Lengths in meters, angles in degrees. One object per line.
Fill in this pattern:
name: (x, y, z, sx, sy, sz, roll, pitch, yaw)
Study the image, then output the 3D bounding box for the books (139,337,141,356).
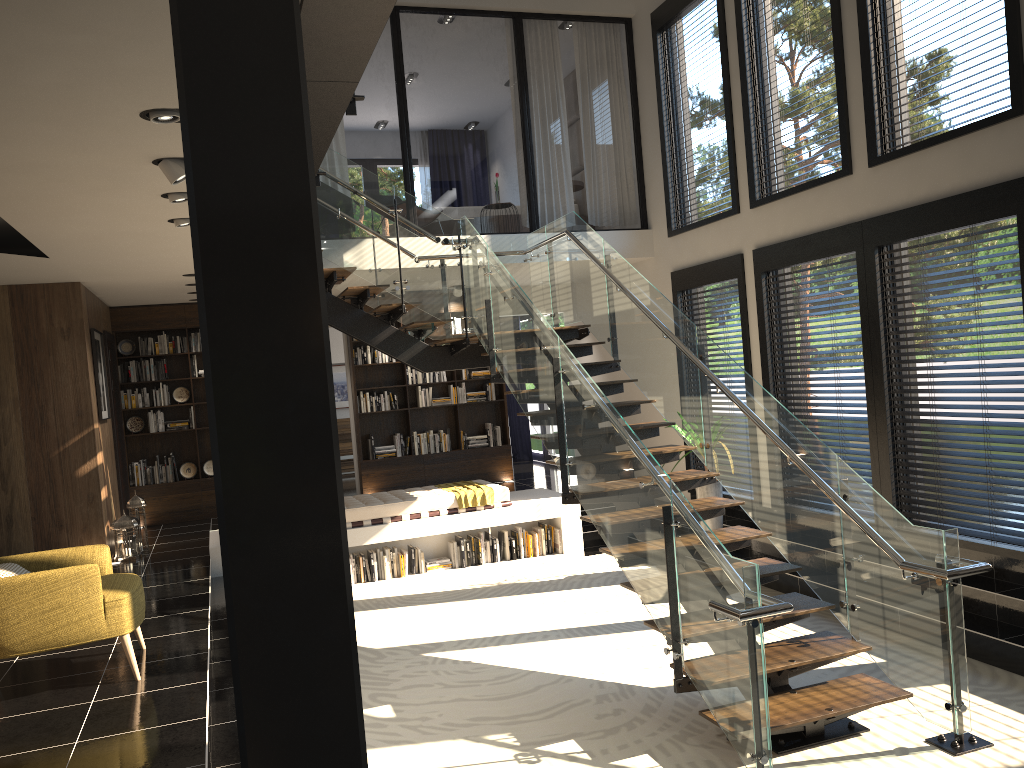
books: (-4.565, -0.458, 10.902, 0.017, 0.234, 0.200, -5, 1, -19)

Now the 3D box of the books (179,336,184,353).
books: (-4.112, -0.487, 11.040, 0.039, 0.212, 0.172, -5, 1, -19)

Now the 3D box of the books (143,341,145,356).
books: (-4.526, -0.435, 10.925, 0.020, 0.181, 0.153, -5, 1, -19)

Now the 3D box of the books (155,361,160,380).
books: (-4.378, -0.163, 10.962, 0.028, 0.240, 0.148, -5, 2, -19)

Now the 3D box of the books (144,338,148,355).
books: (-4.499, -0.458, 10.913, 0.026, 0.222, 0.202, -5, 1, -19)

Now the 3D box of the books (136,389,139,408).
books: (-4.598, 0.175, 10.901, 0.019, 0.236, 0.139, -5, 2, -19)

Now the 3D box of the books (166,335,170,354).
books: (-4.263, -0.485, 10.999, 0.020, 0.235, 0.206, -5, 1, -19)

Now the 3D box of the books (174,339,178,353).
books: (-4.164, -0.462, 11.010, 0.029, 0.172, 0.187, -5, 1, -19)

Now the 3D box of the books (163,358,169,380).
books: (-4.289, -0.184, 10.991, 0.035, 0.267, 0.133, -5, 2, -19)

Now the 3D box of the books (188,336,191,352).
books: (-4.035, -0.495, 11.111, 0.023, 0.213, 0.194, -5, 1, -19)

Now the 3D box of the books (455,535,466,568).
books: (-0.540, 1.752, 9.286, 0.043, 0.316, 0.209, -5, 2, -19)

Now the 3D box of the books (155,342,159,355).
books: (-4.376, -0.435, 10.957, 0.035, 0.156, 0.186, -5, 1, -19)

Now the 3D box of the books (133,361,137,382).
books: (-4.612, -0.155, 10.856, 0.022, 0.267, 0.197, -5, 1, -19)

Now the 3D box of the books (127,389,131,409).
books: (-4.673, 0.183, 10.832, 0.022, 0.235, 0.194, -5, 1, -19)

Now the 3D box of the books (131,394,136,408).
books: (-4.634, 0.212, 10.874, 0.037, 0.169, 0.148, -5, 1, -19)

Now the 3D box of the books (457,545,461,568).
books: (-0.578, 1.800, 9.303, 0.027, 0.226, 0.165, -5, 1, -19)

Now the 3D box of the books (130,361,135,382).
books: (-4.639, -0.146, 10.850, 0.035, 0.255, 0.183, -5, 1, -19)

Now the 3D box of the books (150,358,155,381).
books: (-4.423, -0.175, 10.922, 0.033, 0.273, 0.189, -5, 2, -19)

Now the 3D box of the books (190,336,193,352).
books: (-4.000, -0.493, 11.075, 0.021, 0.204, 0.224, -5, 1, -19)

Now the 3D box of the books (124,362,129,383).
books: (-4.719, -0.140, 10.852, 0.066, 0.255, 0.127, -5, 2, -19)

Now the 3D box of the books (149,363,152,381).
books: (-4.452, -0.146, 10.927, 0.024, 0.220, 0.123, -5, 2, -19)

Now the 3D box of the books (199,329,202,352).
books: (-3.886, -0.539, 11.073, 0.011, 0.276, 0.287, -5, 1, -19)

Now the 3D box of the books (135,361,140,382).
books: (-4.591, -0.154, 10.868, 0.027, 0.261, 0.181, -5, 2, -19)

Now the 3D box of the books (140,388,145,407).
books: (-4.534, 0.170, 10.908, 0.036, 0.235, 0.169, -5, 1, -19)

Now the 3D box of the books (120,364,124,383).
books: (-4.753, -0.124, 10.819, 0.023, 0.231, 0.143, -5, 2, -19)

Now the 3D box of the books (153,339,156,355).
books: (-4.415, -0.456, 10.973, 0.025, 0.203, 0.156, -5, 1, -19)

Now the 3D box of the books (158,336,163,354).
books: (-4.338, -0.476, 10.950, 0.039, 0.230, 0.205, -5, 1, -19)

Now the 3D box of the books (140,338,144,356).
books: (-4.533, -0.451, 10.874, 0.024, 0.216, 0.210, -5, 1, -19)

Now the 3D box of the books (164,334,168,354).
books: (-4.279, -0.489, 10.982, 0.020, 0.245, 0.228, -5, 1, -19)

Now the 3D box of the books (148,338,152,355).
books: (-4.461, -0.458, 10.933, 0.059, 0.216, 0.159, -5, 1, -19)

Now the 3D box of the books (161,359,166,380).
books: (-4.317, -0.179, 10.980, 0.025, 0.263, 0.147, -5, 2, -19)

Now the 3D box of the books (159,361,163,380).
books: (-4.337, -0.167, 10.968, 0.024, 0.243, 0.144, -5, 2, -19)

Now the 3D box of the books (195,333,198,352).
books: (-3.937, -0.516, 11.083, 0.013, 0.239, 0.255, -5, 1, -19)

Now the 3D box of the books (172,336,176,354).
books: (-4.205, -0.482, 11.031, 0.030, 0.217, 0.165, -5, 1, -19)

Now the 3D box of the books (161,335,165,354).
books: (-4.304, -0.483, 10.949, 0.025, 0.239, 0.220, -5, 1, -19)

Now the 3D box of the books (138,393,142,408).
books: (-4.561, 0.200, 10.884, 0.035, 0.181, 0.165, -5, 1, -19)

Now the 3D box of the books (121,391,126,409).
books: (-4.751, 0.195, 10.843, 0.030, 0.224, 0.166, -5, 1, -19)

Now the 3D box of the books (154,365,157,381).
books: (-4.389, -0.135, 10.921, 0.025, 0.188, 0.181, -5, 1, -19)

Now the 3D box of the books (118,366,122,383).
books: (-4.780, -0.114, 10.830, 0.023, 0.215, 0.148, -5, 2, -19)

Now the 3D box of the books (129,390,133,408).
books: (-4.669, 0.183, 10.883, 0.018, 0.232, 0.123, -5, 2, -19)

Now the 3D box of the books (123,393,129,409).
books: (-4.713, 0.207, 10.850, 0.045, 0.192, 0.164, -5, 1, -19)

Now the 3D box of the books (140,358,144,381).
books: (-4.538, -0.172, 10.897, 0.015, 0.288, 0.154, -5, 2, -19)

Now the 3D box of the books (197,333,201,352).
books: (-3.921, -0.519, 11.109, 0.035, 0.241, 0.208, -5, 1, -19)

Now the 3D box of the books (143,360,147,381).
books: (-4.497, -0.164, 10.888, 0.019, 0.264, 0.175, -5, 2, -19)

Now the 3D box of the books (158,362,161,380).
books: (-4.353, -0.160, 10.958, 0.014, 0.230, 0.172, -5, 1, -19)

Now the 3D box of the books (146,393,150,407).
books: (-4.475, 0.199, 10.920, 0.026, 0.167, 0.173, -5, 1, -19)

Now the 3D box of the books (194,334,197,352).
books: (-3.951, -0.511, 11.083, 0.014, 0.231, 0.280, -5, 1, -19)

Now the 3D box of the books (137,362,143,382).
books: (-4.553, -0.148, 10.860, 0.039, 0.243, 0.179, -5, 1, -19)

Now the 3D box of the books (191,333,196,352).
books: (-3.979, -0.511, 11.094, 0.033, 0.237, 0.231, -5, 1, -19)

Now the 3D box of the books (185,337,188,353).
books: (-4.065, -0.482, 11.076, 0.024, 0.194, 0.182, -5, 1, -19)

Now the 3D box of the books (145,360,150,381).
books: (-4.481, -0.161, 10.921, 0.032, 0.255, 0.160, -5, 2, -19)

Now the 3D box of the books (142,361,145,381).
books: (-4.520, -0.158, 10.900, 0.018, 0.256, 0.172, -5, 2, -19)

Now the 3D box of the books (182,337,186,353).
books: (-4.077, -0.485, 11.036, 0.023, 0.202, 0.201, -5, 1, -19)

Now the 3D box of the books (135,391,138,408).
books: (-4.617, 0.190, 10.902, 0.018, 0.208, 0.126, -5, 2, -19)

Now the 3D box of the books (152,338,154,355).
books: (-4.429, -0.459, 10.950, 0.014, 0.212, 0.184, -5, 1, -19)

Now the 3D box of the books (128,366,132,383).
books: (-4.666, -0.119, 10.843, 0.025, 0.204, 0.192, -5, 1, -19)

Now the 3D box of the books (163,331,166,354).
books: (-4.288, -0.504, 10.954, 0.012, 0.278, 0.228, -5, 1, -19)

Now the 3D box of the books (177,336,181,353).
books: (-4.145, -0.484, 11.036, 0.027, 0.212, 0.180, -5, 1, -19)

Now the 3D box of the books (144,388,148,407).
books: (-4.499, 0.166, 10.899, 0.026, 0.237, 0.164, -5, 2, -19)

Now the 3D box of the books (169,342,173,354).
books: (-4.238, -0.445, 11.030, 0.040, 0.149, 0.125, -5, 1, -19)
